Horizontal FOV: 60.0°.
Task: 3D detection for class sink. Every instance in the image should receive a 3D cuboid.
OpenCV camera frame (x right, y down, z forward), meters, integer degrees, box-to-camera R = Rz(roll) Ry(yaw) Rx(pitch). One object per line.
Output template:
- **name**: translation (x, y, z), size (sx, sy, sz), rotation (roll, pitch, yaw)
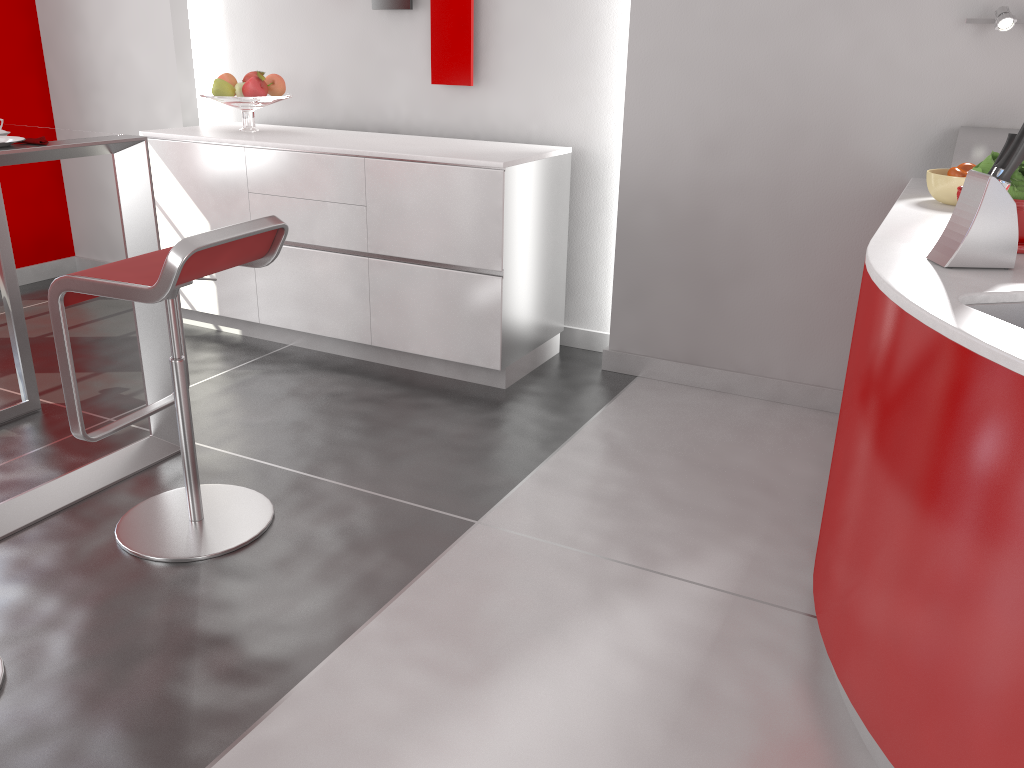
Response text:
- **sink**: translation (0.979, -0.014, 1.487), size (0.428, 0.172, 0.326), rotation (-3, 21, -12)

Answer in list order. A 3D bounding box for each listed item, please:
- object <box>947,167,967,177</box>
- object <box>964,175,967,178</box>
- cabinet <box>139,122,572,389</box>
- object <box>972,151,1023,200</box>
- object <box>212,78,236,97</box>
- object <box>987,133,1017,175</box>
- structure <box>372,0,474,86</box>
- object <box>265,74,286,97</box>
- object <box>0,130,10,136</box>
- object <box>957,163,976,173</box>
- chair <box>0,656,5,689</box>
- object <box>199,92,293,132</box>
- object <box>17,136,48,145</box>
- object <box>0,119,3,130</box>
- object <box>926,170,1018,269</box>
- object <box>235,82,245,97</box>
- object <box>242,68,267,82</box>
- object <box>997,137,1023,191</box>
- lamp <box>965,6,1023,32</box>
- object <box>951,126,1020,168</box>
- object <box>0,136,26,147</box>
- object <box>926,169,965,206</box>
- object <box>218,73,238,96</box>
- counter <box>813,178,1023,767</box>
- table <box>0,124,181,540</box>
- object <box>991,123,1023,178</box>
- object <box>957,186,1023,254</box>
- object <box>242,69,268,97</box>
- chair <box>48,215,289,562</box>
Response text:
- **object**: translation (1.249, -0.578, 2.478), size (0.062, 0.052, 0.065), rotation (5, 21, 10)
- **object**: translation (1.263, -0.555, 2.419), size (0.062, 0.049, 0.066), rotation (15, 25, 32)
- **cabinet**: translation (-0.704, -0.631, 3.928), size (1.802, 0.880, 0.610), rotation (11, 23, 25)
- **object**: translation (1.080, -0.404, 1.901), size (0.193, 0.182, 0.198), rotation (14, 24, 30)
- **object**: translation (-1.249, -1.278, 3.841), size (0.100, 0.086, 0.083), rotation (-4, 22, -13)
- **object**: translation (0.936, -0.392, 1.744), size (0.091, 0.197, 0.009), rotation (0, 21, -2)
- **structure**: translation (-0.511, -2.047, 3.689), size (0.820, 1.503, 0.040), rotation (11, 23, 25)
- **object**: translation (-1.054, -1.332, 3.959), size (0.097, 0.101, 0.121), rotation (3, 21, 5)
- **object**: translation (-1.467, -0.694, 2.467), size (0.119, 0.016, 0.119), rotation (-18, 28, -40)
- **object**: translation (1.292, -0.597, 2.518), size (0.066, 0.058, 0.055), rotation (6, 21, 11)
- **chair**: translation (-1.241, 0.250, 1.635), size (0.460, 0.857, 0.418), rotation (14, 24, 29)
- **object**: translation (-1.179, -1.212, 3.964), size (0.398, 0.159, 0.398), rotation (-4, 22, -13)
- **object**: translation (-1.297, -0.657, 2.383), size (0.234, 0.012, 0.095), rotation (11, 23, 25)
- **object**: translation (-1.463, -0.719, 2.465), size (0.062, 0.049, 0.078), rotation (11, 23, 24)
- **object**: translation (0.916, -0.325, 1.743), size (0.137, 0.178, 0.091), rotation (1, 21, 0)
- **object**: translation (-1.191, -1.305, 3.954), size (0.086, 0.079, 0.084), rotation (-13, 25, -33)
- **object**: translation (-1.162, -1.367, 4.019), size (0.117, 0.129, 0.150), rotation (-5, 22, -15)
- **object**: translation (0.936, -0.371, 1.695), size (0.130, 0.279, 0.012), rotation (0, 21, -2)
- **lamp**: translation (1.592, -1.074, 2.625), size (0.454, 0.081, 0.155), rotation (11, 23, 25)
- **object**: translation (1.560, -0.673, 2.690), size (0.400, 0.170, 0.300), rotation (11, 23, 25)
- **object**: translation (-1.366, -0.617, 2.270), size (0.217, 0.015, 0.217), rotation (-9, 23, -25)
- **object**: translation (1.259, -0.544, 2.474), size (0.201, 0.086, 0.201), rotation (12, 23, 26)
- **object**: translation (-1.272, -1.338, 3.973), size (0.096, 0.105, 0.117), rotation (-13, 25, -32)
- **counter**: translation (1.518, 0.270, 1.711), size (1.868, 0.880, 2.865), rotation (-10, 24, -27)
- **table**: translation (-1.808, -0.058, 2.203), size (0.800, 1.000, 1.700), rotation (11, 23, 25)
- **object**: translation (0.945, -0.395, 1.715), size (0.150, 0.322, 0.014), rotation (0, 21, -2)
- **object**: translation (1.083, -0.358, 1.929), size (0.228, 0.118, 0.229), rotation (0, 21, -2)
- **object**: translation (-1.122, -1.299, 3.851), size (0.117, 0.133, 0.097), rotation (7, 22, 15)
- **chair**: translation (-0.857, -0.009, 2.331), size (0.460, 0.857, 0.418), rotation (9, 22, 20)
